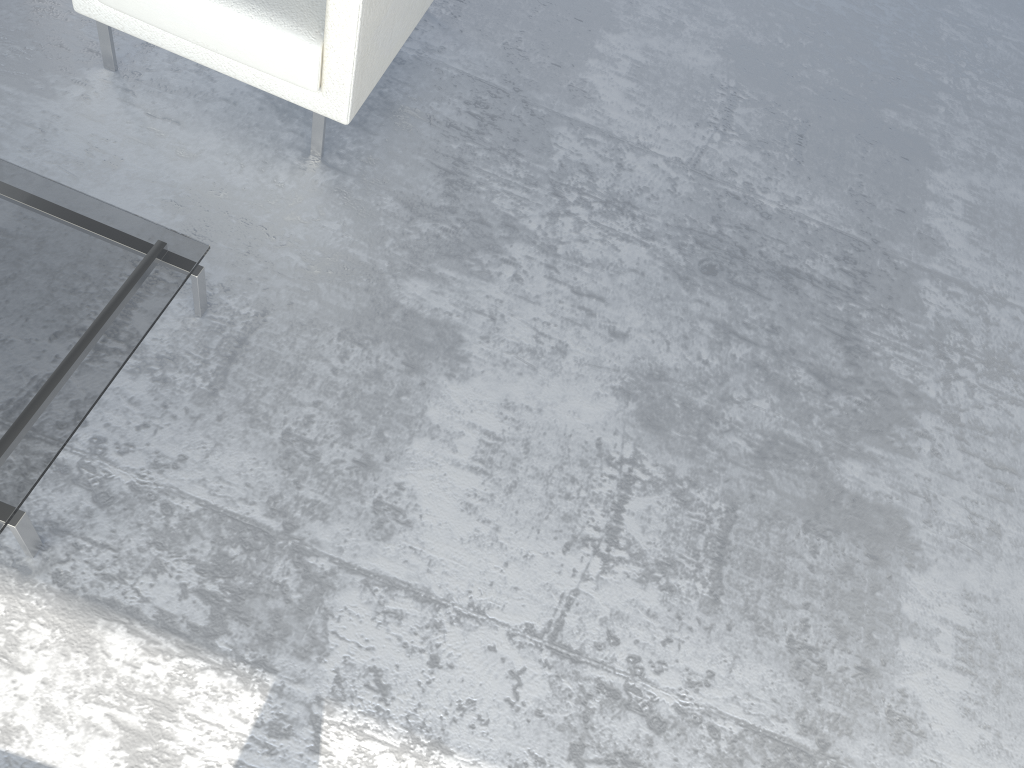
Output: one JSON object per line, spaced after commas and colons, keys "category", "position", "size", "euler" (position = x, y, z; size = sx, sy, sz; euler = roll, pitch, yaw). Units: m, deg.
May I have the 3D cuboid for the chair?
{"category": "chair", "position": [-0.602, -1.182, 2.318], "size": [0.748, 0.662, 0.821], "euler": [23, 55, -1]}

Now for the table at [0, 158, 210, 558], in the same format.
{"category": "table", "position": [-1.140, -0.120, 1.780], "size": [0.773, 0.190, 0.730], "euler": [23, 55, -1]}
